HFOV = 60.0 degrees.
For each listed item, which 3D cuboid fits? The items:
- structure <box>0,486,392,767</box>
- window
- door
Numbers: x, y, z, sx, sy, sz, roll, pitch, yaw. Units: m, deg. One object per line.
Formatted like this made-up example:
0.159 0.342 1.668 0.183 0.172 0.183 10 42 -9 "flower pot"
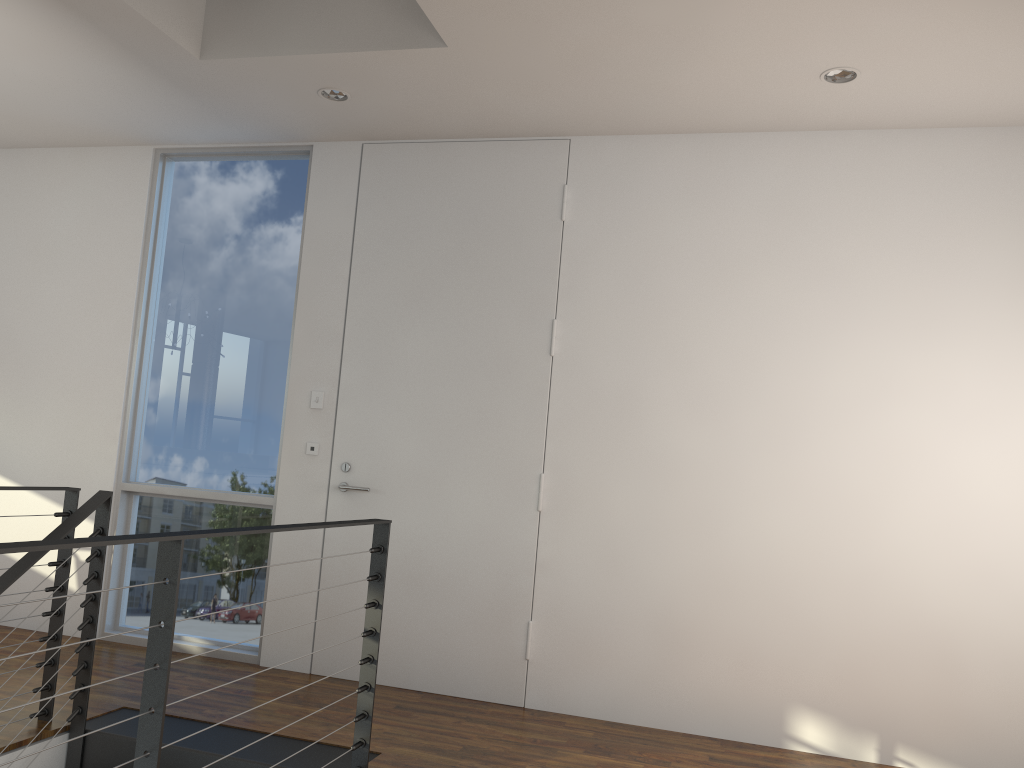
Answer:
-1.340 0.377 0.926 1.093 6.284 4.372 4 -5 16 "structure"
-1.298 0.057 3.873 0.835 2.208 0.115 4 -4 16 "window"
-0.295 0.099 3.492 0.881 2.181 0.077 4 -4 16 "door"
